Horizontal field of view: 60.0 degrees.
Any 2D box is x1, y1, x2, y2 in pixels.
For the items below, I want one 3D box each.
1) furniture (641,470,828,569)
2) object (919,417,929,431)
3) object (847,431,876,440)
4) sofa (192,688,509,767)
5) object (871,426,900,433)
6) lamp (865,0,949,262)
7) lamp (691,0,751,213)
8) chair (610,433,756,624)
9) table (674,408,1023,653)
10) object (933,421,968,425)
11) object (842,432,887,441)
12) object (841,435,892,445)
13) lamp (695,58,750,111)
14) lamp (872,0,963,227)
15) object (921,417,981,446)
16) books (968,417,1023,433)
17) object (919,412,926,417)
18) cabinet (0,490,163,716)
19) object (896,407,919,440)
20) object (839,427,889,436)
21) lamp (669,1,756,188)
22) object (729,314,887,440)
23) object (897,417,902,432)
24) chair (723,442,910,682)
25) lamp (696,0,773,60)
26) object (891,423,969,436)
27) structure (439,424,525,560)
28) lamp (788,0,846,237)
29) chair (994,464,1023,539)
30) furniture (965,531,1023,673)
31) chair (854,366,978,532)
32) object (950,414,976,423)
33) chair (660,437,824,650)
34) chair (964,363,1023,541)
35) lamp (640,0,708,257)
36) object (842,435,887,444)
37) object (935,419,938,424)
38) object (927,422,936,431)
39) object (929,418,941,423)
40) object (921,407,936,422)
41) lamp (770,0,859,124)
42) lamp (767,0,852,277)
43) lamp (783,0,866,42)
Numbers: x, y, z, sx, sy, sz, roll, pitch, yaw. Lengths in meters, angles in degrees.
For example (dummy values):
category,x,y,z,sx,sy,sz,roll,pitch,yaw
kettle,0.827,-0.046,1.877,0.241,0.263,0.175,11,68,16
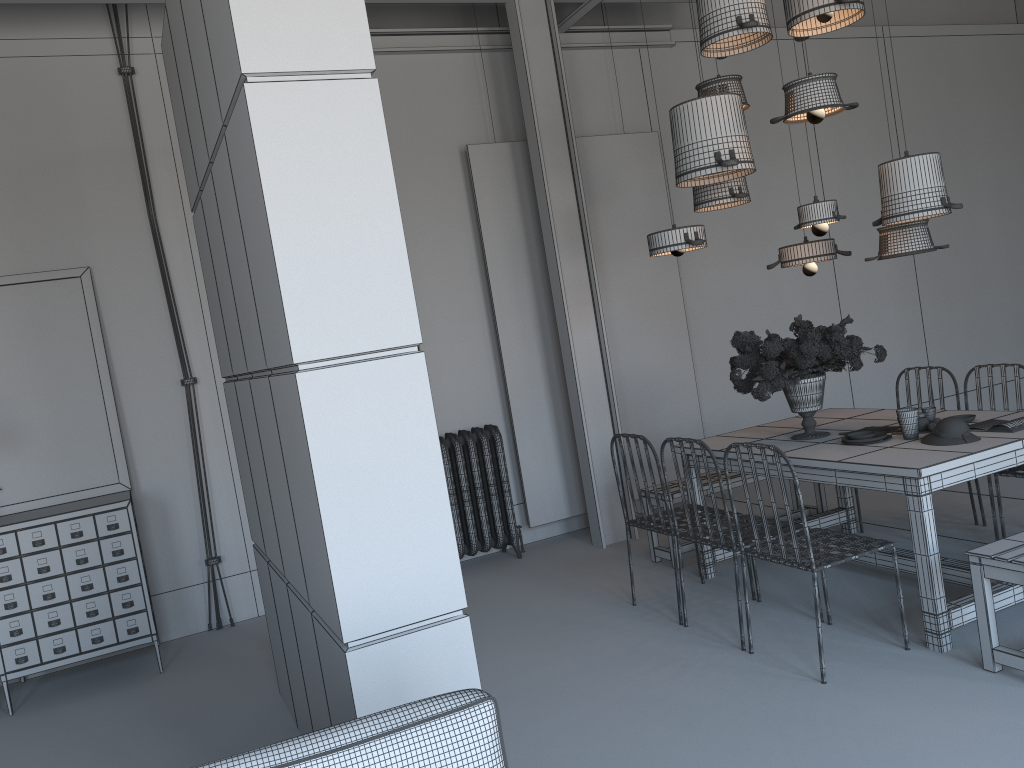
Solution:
category,x,y,z,sx,sy,sz,roll,pitch,yaw
furniture,1.479,0.806,5.829,1.260,0.478,0.300,-11,4,-23
object,2.020,0.197,4.371,0.065,0.064,0.065,-12,4,-38
object,1.740,0.261,4.409,0.135,0.029,0.135,-11,4,-31
sofa,-0.758,1.205,1.093,2.347,0.948,0.952,-11,4,-23
object,1.917,0.237,4.630,0.182,0.014,0.185,-12,4,-39
lamp,1.938,-1.670,4.661,0.359,2.004,0.301,-11,4,-25
lamp,1.076,-1.778,5.022,0.322,1.553,0.364,-8,4,22
chair,0.905,0.702,4.791,0.488,0.975,0.474,-11,4,-23
table,1.921,0.653,4.683,1.239,0.819,1.784,-11,4,-23
object,2.168,0.191,4.392,0.021,0.026,0.173,-12,4,-39
object,1.742,0.268,4.383,0.211,0.024,0.211,-8,3,19
object,1.753,0.278,4.381,0.236,0.015,0.236,-7,4,39
lamp,1.089,-2.006,4.906,0.301,1.094,0.359,-10,3,-5
lamp,1.817,-1.707,4.258,0.312,1.845,0.352,-9,3,2
object,2.007,0.254,4.057,0.236,0.211,0.260,-10,3,-5
books,2.295,0.188,4.156,0.202,0.041,0.249,-11,4,-25
object,2.039,0.184,4.442,0.071,0.076,0.071,-9,3,2
cabinet,-2.572,1.234,5.209,0.796,1.026,0.668,-11,4,-23
object,1.906,0.194,4.254,0.102,0.146,0.102,-7,4,32
object,1.833,0.250,4.626,0.182,0.016,0.179,-10,3,-19
lamp,0.947,-1.786,4.593,0.415,1.447,0.470,-7,4,37
object,1.529,-0.033,4.745,0.782,0.654,0.697,-11,4,-21
object,1.954,0.200,4.402,0.071,0.076,0.071,-11,4,-26
chair,1.307,0.689,3.869,0.488,0.975,0.474,-11,4,-23
lamp,1.020,-2.072,4.284,0.346,0.870,0.392,-7,4,37
object,2.058,0.228,4.392,0.335,0.012,0.213,-6,4,43
structure,-0.305,0.831,6.369,0.733,1.007,0.328,-11,4,-23
lamp,1.490,-1.682,4.644,0.253,1.831,0.202,-8,3,15
chair,2.839,0.398,4.545,0.488,0.975,0.474,-11,4,-23
furniture,2.430,0.780,3.581,1.260,0.478,0.300,-11,4,-23
chair,2.437,0.411,5.466,0.488,0.975,0.474,-11,4,-23
object,2.269,0.179,4.476,0.133,0.029,0.133,-8,4,24
chair,1.103,0.696,4.336,0.488,0.975,0.474,-11,4,-23
chair,2.640,0.404,5.000,0.488,0.975,0.474,-11,4,-23
lamp,0.797,-1.603,4.944,0.404,1.798,0.323,-7,4,35
object,1.743,0.274,4.384,0.211,0.024,0.211,-10,3,-4
object,2.082,0.196,4.347,0.044,0.050,0.043,-10,3,-6
object,2.043,0.209,4.307,0.045,0.045,0.051,-6,5,44
object,2.135,0.194,4.551,0.121,0.037,0.054,-6,5,45
object,2.179,0.162,4.629,0.071,0.076,0.071,-8,4,24
lamp,1.379,-1.911,4.301,0.359,1.306,0.301,-11,4,-30
lamp,1.627,-1.642,5.256,0.404,2.026,0.323,-11,3,-20
lamp,1.649,-2.293,4.793,0.505,0.687,0.403,-6,5,45
